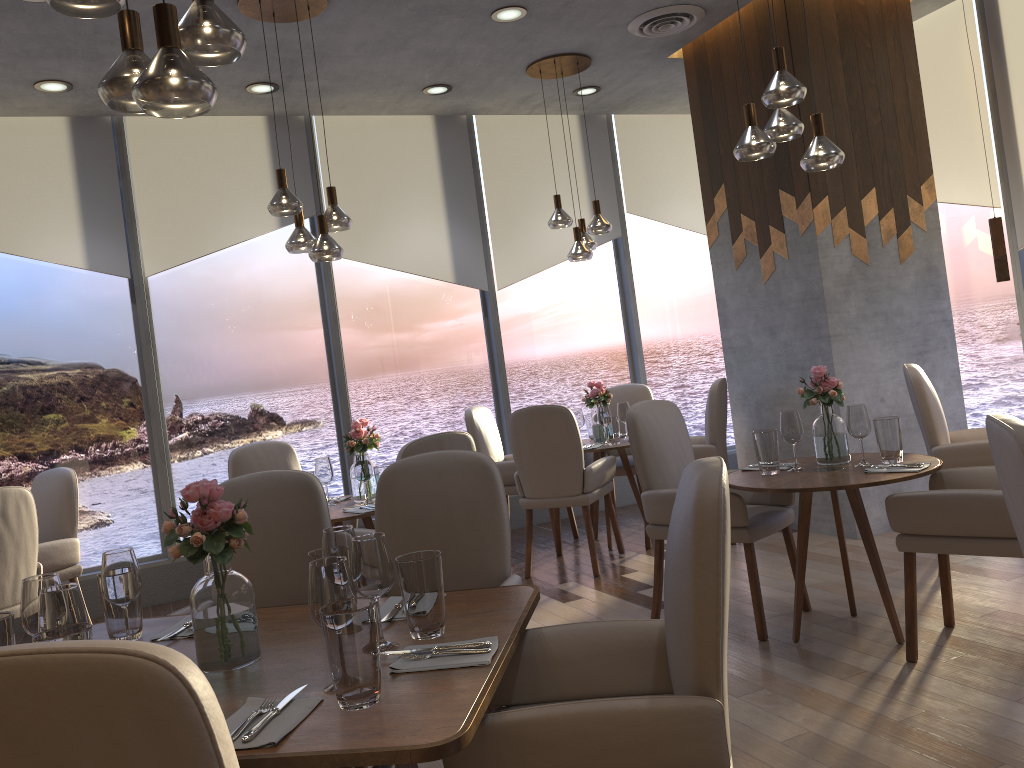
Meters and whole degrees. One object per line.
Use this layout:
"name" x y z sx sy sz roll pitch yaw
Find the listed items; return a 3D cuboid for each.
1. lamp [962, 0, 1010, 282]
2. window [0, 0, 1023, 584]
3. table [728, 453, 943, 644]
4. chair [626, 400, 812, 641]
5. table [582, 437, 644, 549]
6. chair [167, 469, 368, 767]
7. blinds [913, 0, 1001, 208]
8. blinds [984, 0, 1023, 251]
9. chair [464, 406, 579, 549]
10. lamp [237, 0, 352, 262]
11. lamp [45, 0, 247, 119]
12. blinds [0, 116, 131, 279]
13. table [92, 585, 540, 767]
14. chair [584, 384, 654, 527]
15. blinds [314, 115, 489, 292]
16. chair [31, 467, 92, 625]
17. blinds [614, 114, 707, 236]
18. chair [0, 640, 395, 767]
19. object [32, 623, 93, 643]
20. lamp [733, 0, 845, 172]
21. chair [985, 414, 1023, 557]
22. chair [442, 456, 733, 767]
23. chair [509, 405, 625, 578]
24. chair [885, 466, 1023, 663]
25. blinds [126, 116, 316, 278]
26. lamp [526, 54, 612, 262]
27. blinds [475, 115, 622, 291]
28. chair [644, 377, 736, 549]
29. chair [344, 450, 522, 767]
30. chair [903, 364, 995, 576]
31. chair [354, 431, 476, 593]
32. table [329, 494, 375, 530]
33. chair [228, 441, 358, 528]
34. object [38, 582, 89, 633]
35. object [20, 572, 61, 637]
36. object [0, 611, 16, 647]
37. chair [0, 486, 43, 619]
"lamp" 2.640 -1.424 3.988 1.159 1.932 0.118 -8 -1 21
"window" 0.701 -0.789 4.195 16.097 3.200 8.072 -7 1 21
"table" 1.313 0.671 3.560 0.832 0.662 0.835 -7 0 41
"chair" 0.893 0.550 3.957 0.598 1.001 0.529 -8 0 43
"table" 0.666 0.712 5.881 0.835 0.662 0.832 -8 0 -37
"chair" -0.786 0.793 2.642 0.528 1.001 0.600 -7 0 7
"blinds" 2.683 -2.417 6.152 0.007 2.682 1.171 -7 -1 -24
"blinds" 3.217 -2.179 5.005 0.007 2.682 1.171 -7 -1 -24
"chair" 0.051 0.620 6.068 0.599 1.001 0.529 -8 0 20
"lamp" -1.062 -1.255 4.432 0.440 1.327 0.438 -7 -1 -21
"lamp" -0.872 -1.234 1.994 0.440 1.327 0.438 -7 -1 -19
"blinds" -3.203 -1.944 5.592 1.175 2.682 0.007 -7 -1 -24
"table" -0.595 0.948 1.939 1.306 0.666 0.965 -7 0 10
"chair" 0.804 0.516 6.390 0.527 1.001 0.600 -8 0 24
"blinds" -0.885 -1.965 6.601 1.175 2.682 0.007 -7 -1 -24
"chair" -2.686 0.999 4.845 0.527 1.001 0.601 -8 0 33
"blinds" 1.358 -2.468 7.610 1.175 2.682 0.007 -7 -1 -24
"chair" -0.462 0.776 1.245 0.528 1.001 0.600 -7 0 5
"object" -0.848 0.560 1.692 0.102 0.178 0.102 -8 0 27
"lamp" 1.046 -1.514 3.614 0.440 1.327 0.439 -7 -1 -16
"chair" 1.357 0.530 1.782 0.599 1.001 0.529 -8 0 20
"chair" 0.196 0.681 1.808 0.599 1.001 0.528 -7 0 7
"chair" 0.320 0.599 5.335 0.527 1.001 0.600 -8 0 23
"chair" 1.718 0.457 3.149 0.598 1.001 0.529 -8 0 43
"blinds" -2.056 -2.102 6.101 1.175 2.682 0.007 -7 -1 -24
"lamp" 0.398 -1.473 5.925 0.438 1.327 0.440 -8 -1 33
"blinds" 0.249 -2.122 7.104 1.175 2.682 0.007 -7 -1 -24
"chair" 1.123 0.488 5.647 0.599 1.001 0.529 -8 0 20
"chair" -0.234 0.723 2.541 0.528 1.001 0.600 -7 0 12
"chair" 2.267 0.366 4.253 0.599 1.001 0.529 -8 0 26
"chair" -0.428 0.722 3.947 0.529 1.001 0.598 -7 0 -42
"table" -0.785 0.929 4.374 0.832 0.662 0.835 -7 0 26
"chair" -1.189 0.805 4.817 0.529 1.001 0.598 -7 0 -43
"object" -0.900 0.532 1.790 0.092 0.244 0.092 -7 -1 -32
"object" -1.022 0.545 1.947 0.092 0.244 0.092 -7 -1 -8
"object" -1.116 0.591 1.900 0.102 0.178 0.102 -8 0 18
"chair" -2.486 0.987 4.060 0.598 1.001 0.529 -8 0 29
